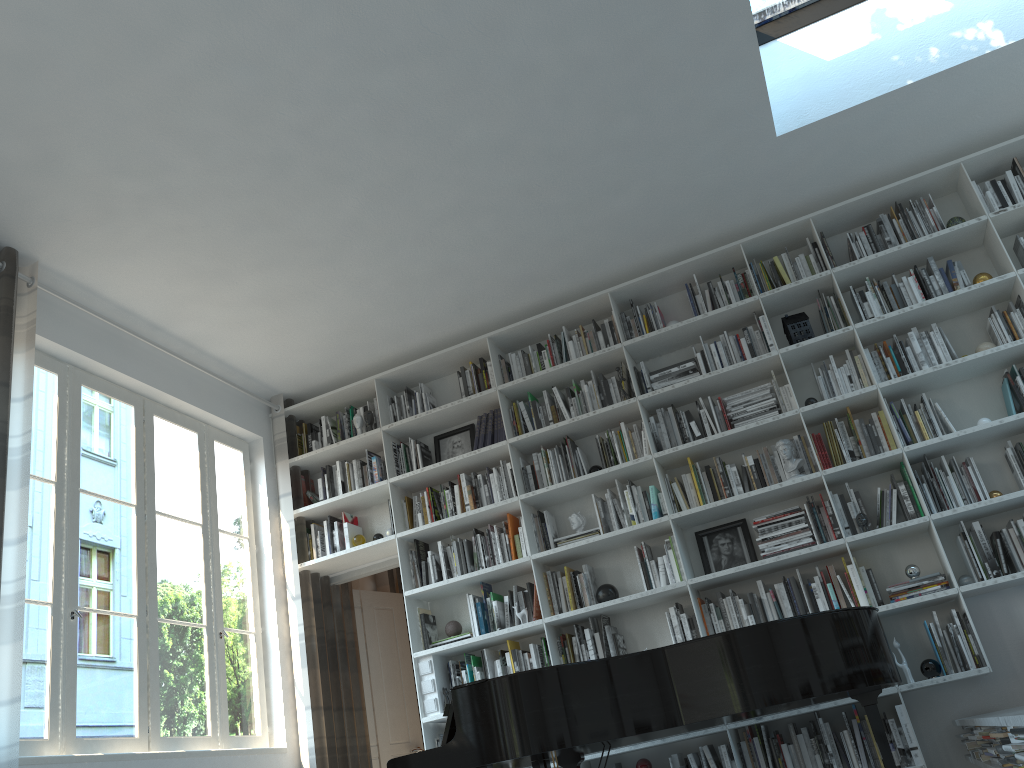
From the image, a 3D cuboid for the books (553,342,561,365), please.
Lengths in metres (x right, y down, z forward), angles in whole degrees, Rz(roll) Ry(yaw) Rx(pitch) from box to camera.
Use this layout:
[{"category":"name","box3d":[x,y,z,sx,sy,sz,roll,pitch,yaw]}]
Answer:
[{"category":"books","box3d":[0.320,-0.141,5.725,0.029,0.234,0.130,-19,-26,16]}]

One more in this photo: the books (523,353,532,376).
[{"category":"books","box3d":[0.134,-0.075,5.750,0.029,0.207,0.179,-19,-26,16]}]

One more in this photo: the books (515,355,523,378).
[{"category":"books","box3d":[0.082,-0.056,5.782,0.023,0.219,0.182,-19,-26,16]}]

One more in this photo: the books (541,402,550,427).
[{"category":"books","box3d":[0.243,0.239,5.604,0.029,0.218,0.158,-19,-26,16]}]

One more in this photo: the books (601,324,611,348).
[{"category":"books","box3d":[0.621,-0.250,5.628,0.026,0.236,0.149,-19,-26,16]}]

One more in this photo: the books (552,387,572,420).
[{"category":"books","box3d":[0.344,0.168,5.577,0.075,0.284,0.179,-19,-26,16]}]

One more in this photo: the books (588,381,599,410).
[{"category":"books","box3d":[0.534,0.120,5.531,0.028,0.259,0.136,-19,-26,16]}]

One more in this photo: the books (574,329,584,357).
[{"category":"books","box3d":[0.459,-0.206,5.687,0.014,0.268,0.157,-19,-26,16]}]

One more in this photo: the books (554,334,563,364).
[{"category":"books","box3d":[0.330,-0.170,5.715,0.013,0.275,0.165,-19,-26,16]}]

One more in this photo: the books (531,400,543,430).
[{"category":"books","box3d":[0.189,0.243,5.617,0.031,0.240,0.182,-19,-26,16]}]

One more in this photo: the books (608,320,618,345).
[{"category":"books","box3d":[0.668,-0.267,5.599,0.026,0.224,0.173,-19,-26,16]}]

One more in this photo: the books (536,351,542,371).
[{"category":"books","box3d":[0.209,-0.090,5.761,0.012,0.215,0.150,-19,-26,16]}]

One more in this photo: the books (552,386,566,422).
[{"category":"books","box3d":[0.311,0.177,5.618,0.013,0.314,0.135,-19,-25,16]}]

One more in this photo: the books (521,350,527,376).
[{"category":"books","box3d":[0.116,-0.083,5.775,0.012,0.248,0.174,-19,-26,16]}]

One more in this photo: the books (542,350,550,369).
[{"category":"books","box3d":[0.252,-0.102,5.736,0.030,0.200,0.152,-19,-26,16]}]

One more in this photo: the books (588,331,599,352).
[{"category":"books","box3d":[0.544,-0.216,5.623,0.026,0.199,0.188,-19,-26,16]}]

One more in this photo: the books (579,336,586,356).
[{"category":"books","box3d":[0.487,-0.186,5.678,0.029,0.212,0.142,-19,-26,16]}]

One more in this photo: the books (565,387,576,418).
[{"category":"books","box3d":[0.398,0.166,5.573,0.027,0.264,0.169,-19,-26,16]}]

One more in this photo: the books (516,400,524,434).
[{"category":"books","box3d":[0.084,0.263,5.691,0.014,0.307,0.130,-19,-25,16]}]

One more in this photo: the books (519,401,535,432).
[{"category":"books","box3d":[0.127,0.256,5.657,0.067,0.273,0.168,-19,-26,16]}]

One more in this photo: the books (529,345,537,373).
[{"category":"books","box3d":[0.166,-0.106,5.766,0.010,0.263,0.161,-19,-26,16]}]

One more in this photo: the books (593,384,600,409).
[{"category":"books","box3d":[0.554,0.126,5.516,0.013,0.230,0.142,-19,-26,16]}]

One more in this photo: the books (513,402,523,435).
[{"category":"books","box3d":[0.067,0.271,5.672,0.013,0.282,0.159,-19,-26,16]}]

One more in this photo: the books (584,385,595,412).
[{"category":"books","box3d":[0.508,0.137,5.515,0.021,0.225,0.192,-19,-26,16]}]

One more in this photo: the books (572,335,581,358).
[{"category":"books","box3d":[0.443,-0.186,5.685,0.026,0.234,0.135,-19,-26,16]}]

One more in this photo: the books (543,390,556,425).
[{"category":"books","box3d":[0.259,0.197,5.612,0.023,0.292,0.156,-19,-26,16]}]

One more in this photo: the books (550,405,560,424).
[{"category":"books","box3d":[0.299,0.242,5.590,0.034,0.179,0.160,-19,-26,16]}]

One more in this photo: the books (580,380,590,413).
[{"category":"books","box3d":[0.489,0.126,5.554,0.026,0.285,0.138,-19,-26,16]}]

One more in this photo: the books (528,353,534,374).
[{"category":"books","box3d":[0.159,-0.077,5.756,0.015,0.206,0.167,-19,-26,16]}]

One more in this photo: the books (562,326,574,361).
[{"category":"books","box3d":[0.389,-0.205,5.715,0.014,0.314,0.166,-19,-26,16]}]

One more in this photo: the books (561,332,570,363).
[{"category":"books","box3d":[0.358,-0.180,5.703,0.052,0.271,0.173,-19,-26,16]}]

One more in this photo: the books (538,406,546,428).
[{"category":"books","box3d":[0.223,0.257,5.614,0.024,0.200,0.154,-19,-26,16]}]

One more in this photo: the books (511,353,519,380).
[{"category":"books","box3d":[0.056,-0.061,5.800,0.031,0.253,0.146,-19,-26,16]}]

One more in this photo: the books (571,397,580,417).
[{"category":"books","box3d":[0.429,0.193,5.542,0.028,0.179,0.168,-19,-26,16]}]

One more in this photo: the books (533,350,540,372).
[{"category":"books","box3d":[0.194,-0.089,5.778,0.025,0.233,0.130,-19,-26,16]}]

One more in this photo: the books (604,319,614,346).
[{"category":"books","box3d":[0.647,-0.267,5.632,0.030,0.260,0.152,-19,-26,16]}]

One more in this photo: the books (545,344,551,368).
[{"category":"books","box3d":[0.267,-0.125,5.734,0.013,0.233,0.155,-19,-26,16]}]

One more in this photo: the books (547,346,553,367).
[{"category":"books","box3d":[0.277,-0.123,5.720,0.011,0.215,0.160,-19,-26,16]}]

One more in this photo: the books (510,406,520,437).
[{"category":"books","box3d":[0.047,0.284,5.658,0.023,0.255,0.175,-19,-26,16]}]

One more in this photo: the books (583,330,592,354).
[{"category":"books","box3d":[0.514,-0.212,5.652,0.021,0.227,0.161,-19,-26,16]}]

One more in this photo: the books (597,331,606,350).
[{"category":"books","box3d":[0.596,-0.222,5.616,0.031,0.184,0.177,-19,-26,16]}]

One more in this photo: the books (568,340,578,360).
[{"category":"books","box3d":[0.419,-0.159,5.676,0.031,0.189,0.182,-19,-26,16]}]

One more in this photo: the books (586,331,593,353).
[{"category":"books","box3d":[0.527,-0.212,5.632,0.013,0.206,0.178,-19,-26,16]}]

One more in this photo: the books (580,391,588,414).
[{"category":"books","box3d":[0.475,0.162,5.532,0.010,0.207,0.174,-19,-26,16]}]

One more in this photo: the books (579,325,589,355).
[{"category":"books","box3d":[0.491,-0.225,5.659,0.014,0.265,0.192,-19,-26,16]}]

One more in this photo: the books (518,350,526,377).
[{"category":"books","box3d":[0.102,-0.076,5.784,0.023,0.250,0.171,-19,-26,16]}]

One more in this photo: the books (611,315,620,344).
[{"category":"books","box3d":[0.685,-0.289,5.609,0.014,0.266,0.172,-19,-26,16]}]

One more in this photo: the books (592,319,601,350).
[{"category":"books","box3d":[0.570,-0.257,5.648,0.013,0.284,0.160,-19,-26,16]}]

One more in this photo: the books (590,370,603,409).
[{"category":"books","box3d":[0.553,0.082,5.521,0.011,0.312,0.184,-19,-26,16]}]

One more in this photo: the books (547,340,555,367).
[{"category":"books","box3d":[0.285,-0.143,5.725,0.013,0.250,0.184,-19,-26,16]}]

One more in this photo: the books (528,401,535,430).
[{"category":"books","box3d":[0.161,0.248,5.636,0.011,0.258,0.157,-19,-26,16]}]

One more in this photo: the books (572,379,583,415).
[{"category":"books","box3d":[0.435,0.129,5.563,0.012,0.306,0.145,-19,-26,16]}]

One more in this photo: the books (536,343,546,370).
[{"category":"books","box3d":[0.222,-0.119,5.766,0.028,0.266,0.152,-19,-26,16]}]

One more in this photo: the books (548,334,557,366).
[{"category":"books","box3d":[0.292,-0.167,5.733,0.010,0.297,0.151,-19,-26,16]}]

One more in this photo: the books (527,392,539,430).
[{"category":"books","box3d":[0.163,0.217,5.637,0.012,0.313,0.172,-19,-26,16]}]

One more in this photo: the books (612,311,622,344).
[{"category":"books","box3d":[0.699,-0.307,5.604,0.026,0.287,0.176,-19,-26,16]}]

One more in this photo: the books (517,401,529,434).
[{"category":"books","box3d":[0.088,0.261,5.664,0.010,0.286,0.149,-19,-26,16]}]

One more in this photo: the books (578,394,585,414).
[{"category":"books","box3d":[0.469,0.175,5.560,0.024,0.211,0.128,-19,-26,16]}]
